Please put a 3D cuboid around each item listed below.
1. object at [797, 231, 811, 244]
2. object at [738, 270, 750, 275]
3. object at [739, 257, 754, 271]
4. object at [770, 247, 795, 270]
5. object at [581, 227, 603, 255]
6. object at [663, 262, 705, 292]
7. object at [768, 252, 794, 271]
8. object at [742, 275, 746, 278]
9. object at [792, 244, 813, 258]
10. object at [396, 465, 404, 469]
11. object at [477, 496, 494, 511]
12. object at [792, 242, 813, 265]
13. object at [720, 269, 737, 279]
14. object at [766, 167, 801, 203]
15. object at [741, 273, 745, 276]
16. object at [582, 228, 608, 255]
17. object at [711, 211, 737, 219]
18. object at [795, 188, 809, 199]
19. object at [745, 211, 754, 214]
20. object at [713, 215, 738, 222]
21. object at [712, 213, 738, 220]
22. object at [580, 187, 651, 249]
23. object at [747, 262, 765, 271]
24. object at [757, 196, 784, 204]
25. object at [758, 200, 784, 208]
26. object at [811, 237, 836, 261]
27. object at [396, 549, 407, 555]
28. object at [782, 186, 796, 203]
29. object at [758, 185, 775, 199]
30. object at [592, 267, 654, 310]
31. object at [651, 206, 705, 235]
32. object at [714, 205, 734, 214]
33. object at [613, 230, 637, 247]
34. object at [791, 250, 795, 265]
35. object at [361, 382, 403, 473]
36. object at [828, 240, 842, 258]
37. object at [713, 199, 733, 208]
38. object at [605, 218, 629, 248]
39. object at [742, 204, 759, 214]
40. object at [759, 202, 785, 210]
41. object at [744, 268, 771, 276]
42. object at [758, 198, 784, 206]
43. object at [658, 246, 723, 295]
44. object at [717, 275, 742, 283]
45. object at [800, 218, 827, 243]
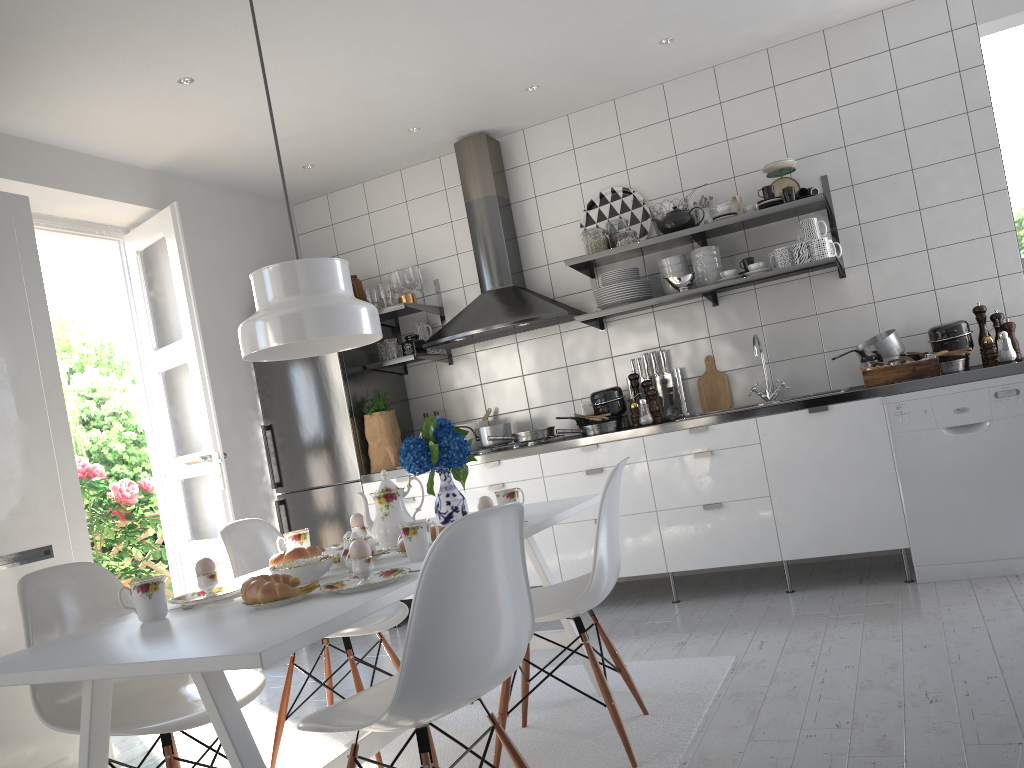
[{"bbox_3d":[1.410,-0.704,4.201,0.083,0.100,0.108,-10,-2,-7],"label":"object"},{"bbox_3d":[1.163,-0.541,4.319,0.121,0.023,0.121,-11,-3,4],"label":"object"},{"bbox_3d":[1.154,-0.575,4.326,0.055,0.078,0.071,-10,-2,-16],"label":"object"},{"bbox_3d":[1.263,-0.579,4.133,0.083,0.100,0.108,-10,-2,-7],"label":"object"},{"bbox_3d":[0.436,-0.728,4.670,0.122,0.171,0.121,-12,-2,43],"label":"object"},{"bbox_3d":[0.845,-0.510,4.326,0.210,0.134,0.102,-11,-1,6],"label":"object"},{"bbox_3d":[1.273,-0.577,4.206,0.082,0.100,0.109,-9,-2,-32],"label":"object"},{"bbox_3d":[1.167,-0.522,4.317,0.121,0.021,0.121,-9,-3,-32],"label":"object"},{"bbox_3d":[1.369,-0.597,4.169,0.083,0.100,0.108,-10,-2,-7],"label":"object"},{"bbox_3d":[-0.432,0.417,4.764,0.331,0.012,0.220,-12,-3,23],"label":"object"},{"bbox_3d":[-0.076,0.353,2.554,0.048,0.063,0.048,-11,-2,27],"label":"object"},{"bbox_3d":[1.349,-0.597,4.078,0.108,0.100,0.083,-11,-2,13],"label":"object"},{"bbox_3d":[1.037,-0.515,4.228,0.079,0.048,0.082,-11,-2,16],"label":"object"},{"bbox_3d":[1.320,-0.928,4.292,0.159,0.208,0.185,-11,-2,23],"label":"object"},{"bbox_3d":[1.166,-0.532,4.316,0.121,0.023,0.121,-10,-3,-5],"label":"object"},{"bbox_3d":[0.428,-0.714,4.509,0.121,0.130,0.121,-11,-2,9],"label":"object"},{"bbox_3d":[1.014,-0.799,4.232,0.121,0.024,0.121,-11,-3,19],"label":"object"},{"bbox_3d":[1.343,-0.872,4.104,0.069,0.058,0.080,-10,-2,-4],"label":"object"},{"bbox_3d":[1.148,-0.803,4.242,0.121,0.021,0.121,-12,-3,28],"label":"object"},{"bbox_3d":[1.021,-0.781,4.230,0.121,0.021,0.121,-12,-3,28],"label":"object"},{"bbox_3d":[1.019,-0.790,4.231,0.121,0.021,0.121,-12,-3,28],"label":"object"},{"bbox_3d":[0.554,-0.858,4.752,0.396,0.393,0.053,-11,-1,24],"label":"object"},{"bbox_3d":[1.147,-0.539,4.153,0.080,0.048,0.082,-12,-3,36],"label":"object"},{"bbox_3d":[1.205,-0.848,4.132,0.121,0.023,0.121,-9,-3,-26],"label":"object"},{"bbox_3d":[1.210,-0.830,4.130,0.121,0.021,0.121,-12,-3,28],"label":"object"},{"bbox_3d":[1.424,-0.613,4.044,0.108,0.100,0.083,-11,-2,13],"label":"object"},{"bbox_3d":[-0.229,0.437,2.356,0.158,0.016,0.157,-12,-3,33],"label":"object"},{"bbox_3d":[1.279,-0.864,4.068,0.055,0.077,0.070,-10,-2,-14],"label":"object"},{"bbox_3d":[1.193,-0.881,4.136,0.071,0.078,0.055,-12,-2,44],"label":"object"},{"bbox_3d":[0.566,-0.479,4.540,0.307,0.195,0.300,-12,-2,28],"label":"object"},{"bbox_3d":[0.813,-0.799,4.337,0.177,0.142,0.201,-10,-2,-25],"label":"object"},{"bbox_3d":[1.011,-0.820,4.231,0.079,0.050,0.082,-10,-2,-4],"label":"object"},{"bbox_3d":[0.571,-0.718,4.437,0.121,0.079,0.121,-11,-2,9],"label":"object"},{"bbox_3d":[1.378,-0.594,4.247,0.108,0.100,0.083,-11,-2,13],"label":"object"},{"bbox_3d":[-0.714,0.233,4.883,0.174,0.509,0.282,-11,-1,11],"label":"object"},{"bbox_3d":[1.478,-0.618,4.142,0.108,0.100,0.083,-11,-1,9],"label":"object"},{"bbox_3d":[1.007,-0.848,4.231,0.083,0.067,0.078,-12,-2,38],"label":"object"},{"bbox_3d":[0.553,-0.755,4.563,0.122,0.171,0.121,-12,-2,43],"label":"object"},{"bbox_3d":[1.143,-0.824,4.240,0.080,0.048,0.082,-12,-3,36],"label":"object"},{"bbox_3d":[1.212,-0.821,4.130,0.121,0.021,0.121,-10,-3,1],"label":"object"},{"bbox_3d":[1.152,-0.518,4.154,0.121,0.021,0.121,-12,-3,28],"label":"object"},{"bbox_3d":[1.209,-0.839,4.130,0.121,0.023,0.121,-9,-3,-35],"label":"object"},{"bbox_3d":[0.904,-0.556,4.466,0.310,0.216,0.150,-11,-1,21],"label":"object"},{"bbox_3d":[1.041,-0.494,4.229,0.121,0.021,0.121,-11,-3,21],"label":"object"},{"bbox_3d":[1.374,-0.705,4.056,0.082,0.100,0.109,-9,-2,-32],"label":"object"}]
